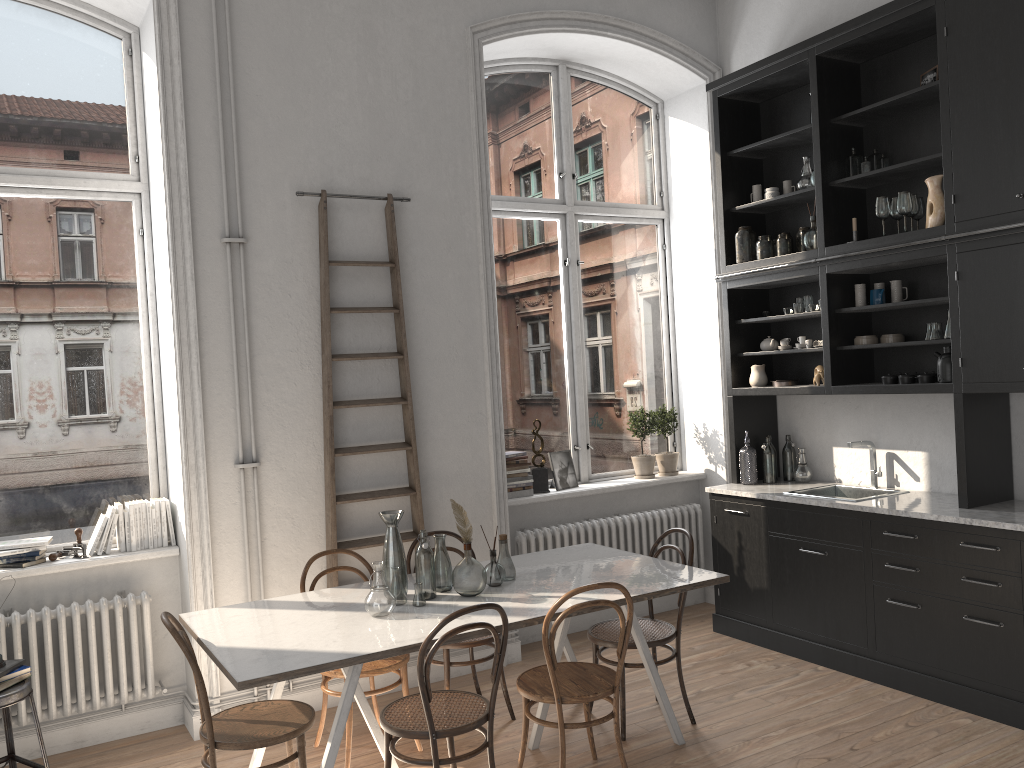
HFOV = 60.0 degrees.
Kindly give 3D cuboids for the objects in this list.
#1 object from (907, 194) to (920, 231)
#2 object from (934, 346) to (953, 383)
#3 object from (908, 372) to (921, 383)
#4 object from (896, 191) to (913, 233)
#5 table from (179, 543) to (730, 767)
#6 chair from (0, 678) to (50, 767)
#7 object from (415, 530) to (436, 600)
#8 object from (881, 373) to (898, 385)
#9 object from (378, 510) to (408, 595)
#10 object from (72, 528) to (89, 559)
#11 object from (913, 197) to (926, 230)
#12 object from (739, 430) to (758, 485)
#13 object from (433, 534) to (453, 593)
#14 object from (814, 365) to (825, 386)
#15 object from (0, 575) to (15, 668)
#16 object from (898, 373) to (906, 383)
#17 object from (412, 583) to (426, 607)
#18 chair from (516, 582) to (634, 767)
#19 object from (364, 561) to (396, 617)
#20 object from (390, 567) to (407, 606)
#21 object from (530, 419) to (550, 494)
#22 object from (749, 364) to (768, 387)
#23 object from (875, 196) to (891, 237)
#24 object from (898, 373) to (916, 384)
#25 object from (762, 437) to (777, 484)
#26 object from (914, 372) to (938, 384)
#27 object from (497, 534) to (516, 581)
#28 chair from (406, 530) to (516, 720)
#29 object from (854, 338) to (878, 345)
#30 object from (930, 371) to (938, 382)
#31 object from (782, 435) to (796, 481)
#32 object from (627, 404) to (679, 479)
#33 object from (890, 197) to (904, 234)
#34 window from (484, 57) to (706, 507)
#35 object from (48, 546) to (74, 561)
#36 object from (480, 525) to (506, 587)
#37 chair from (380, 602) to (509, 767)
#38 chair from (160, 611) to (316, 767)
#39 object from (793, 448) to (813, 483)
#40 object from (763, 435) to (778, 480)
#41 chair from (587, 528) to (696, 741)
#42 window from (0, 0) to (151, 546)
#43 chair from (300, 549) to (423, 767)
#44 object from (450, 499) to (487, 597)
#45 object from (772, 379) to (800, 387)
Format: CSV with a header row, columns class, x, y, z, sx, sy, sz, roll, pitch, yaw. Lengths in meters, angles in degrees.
class,x,y,z,sx,sy,sz,roll,pitch,yaw
object,2.167,-0.915,4.808,0.083,0.221,0.083,-4,1,-31
object,2.288,-0.103,4.626,0.124,0.192,0.129,-3,1,-2
object,2.236,-0.037,4.910,0.088,0.059,0.104,-3,1,-2
object,2.096,-0.910,4.730,0.083,0.221,0.083,-3,1,16
table,-0.213,1.328,3.967,2.199,0.780,1.100,-4,1,-30
chair,-2.236,1.570,3.812,0.360,0.523,0.364,-3,1,33
object,-0.386,0.797,3.924,0.086,0.301,0.086,-4,1,-44
object,2.089,-0.029,4.903,0.088,0.059,0.104,-4,1,-42
object,-0.529,0.763,3.971,0.116,0.383,0.116,-4,1,-19
object,-2.181,0.801,4.471,0.088,0.153,0.048,-3,1,30
object,2.249,-0.921,4.916,0.083,0.221,0.083,-3,1,1
object,1.535,0.475,5.770,0.109,0.349,0.109,-2,1,41
object,-0.323,0.815,4.044,0.100,0.255,0.098,-2,1,37
object,1.848,-0.052,5.315,0.069,0.123,0.173,-3,1,2
object,-2.263,1.043,3.880,0.154,0.383,0.163,-2,1,33
object,2.189,-0.035,4.997,0.104,0.059,0.088,-4,1,-32
object,-0.400,0.903,3.804,0.058,0.094,0.058,-3,1,-2
chair,0.254,1.236,3.698,0.438,0.921,0.549,-4,1,-19
object,-0.550,0.849,3.680,0.132,0.219,0.132,-4,1,-41
object,-0.502,0.876,3.855,0.083,0.158,0.083,-4,1,-34
object,0.175,0.479,5.913,0.122,0.488,0.102,-3,1,-6
object,1.604,-0.053,5.766,0.115,0.144,0.127,-2,1,39
object,2.028,-0.908,4.842,0.083,0.221,0.083,-3,1,1
object,2.139,-0.030,4.802,0.104,0.059,0.088,-3,1,38
object,1.671,0.494,5.774,0.086,0.301,0.086,-4,1,-44
object,2.207,-0.033,4.726,0.104,0.059,0.088,-3,1,-22
object,-0.036,0.819,4.203,0.101,0.212,0.101,-3,1,9
chair,-0.281,1.256,4.607,0.438,0.921,0.549,-4,1,-23
object,-0.617,0.816,4.234,5.826,1.842,0.792,-3,1,-25
object,2.292,-0.039,4.821,0.104,0.059,0.088,-3,1,23
object,1.822,0.485,5.831,0.086,0.301,0.086,-3,1,16
object,1.022,0.409,6.410,0.500,0.524,0.234,-4,1,-41
object,2.125,-0.913,4.880,0.083,0.221,0.083,-4,1,-38
window,4.097,-5.371,11.935,14.381,15.938,26.400,-4,1,-30
object,-2.280,0.858,4.477,0.088,0.048,0.153,-3,1,10
object,-0.087,0.788,4.087,0.106,0.283,0.107,-4,1,-35
chair,-0.269,1.268,3.435,0.437,0.921,0.549,-4,1,-35
chair,-1.047,1.310,3.455,0.549,0.921,0.438,-4,1,-22
object,1.870,0.523,5.712,0.132,0.219,0.120,-4,1,-30
object,1.714,0.490,5.890,0.086,0.301,0.086,-3,1,-16
chair,0.645,1.207,4.415,0.549,0.921,0.438,-3,1,-18
window,-2.743,-0.562,4.428,1.622,2.843,0.013,-4,1,-30
chair,-0.735,1.285,4.251,0.437,0.921,0.549,-4,1,-32
object,-0.197,0.714,3.933,0.156,0.446,0.157,-3,1,-12
object,1.747,-0.005,5.666,0.180,0.037,0.180,-3,1,45
